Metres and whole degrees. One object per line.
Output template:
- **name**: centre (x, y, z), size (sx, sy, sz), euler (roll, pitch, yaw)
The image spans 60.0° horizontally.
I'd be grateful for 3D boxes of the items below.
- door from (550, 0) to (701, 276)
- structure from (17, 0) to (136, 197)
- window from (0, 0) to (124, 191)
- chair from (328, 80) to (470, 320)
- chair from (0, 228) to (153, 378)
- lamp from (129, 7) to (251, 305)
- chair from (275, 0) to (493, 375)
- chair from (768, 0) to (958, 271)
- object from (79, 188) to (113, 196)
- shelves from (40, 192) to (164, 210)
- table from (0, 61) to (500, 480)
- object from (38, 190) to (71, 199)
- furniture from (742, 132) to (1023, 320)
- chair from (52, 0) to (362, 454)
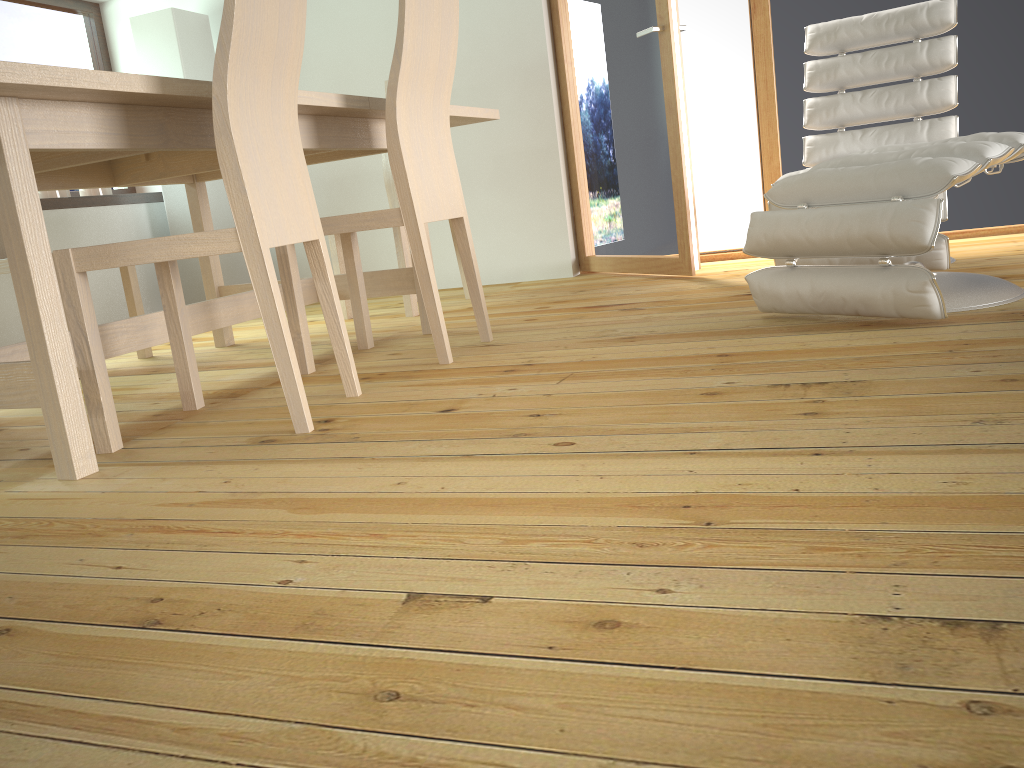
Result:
- **door**: centre (0.424, -1.689, 3.882), size (0.163, 2.405, 0.937), euler (-12, 11, -23)
- **structure**: centre (-2.917, -1.019, 2.810), size (0.525, 1.147, 4.905), euler (-3, 12, 21)
- **window**: centre (-3.020, -1.109, 3.152), size (0.012, 0.973, 4.212), euler (-3, 12, 21)
- **chair**: centre (-0.498, -0.830, 3.844), size (0.404, 1.012, 0.509), euler (0, 13, 34)
- **chair**: centre (-1.750, -0.540, 3.232), size (0.506, 1.012, 0.407), euler (-4, 11, 20)
- **lamp**: centre (-1.665, -1.156, 4.680), size (0.280, 1.492, 0.282), euler (-3, 11, 21)
- **chair**: centre (-0.386, -0.579, 2.587), size (0.506, 1.012, 0.407), euler (-3, 11, 20)
- **chair**: centre (1.323, -0.922, 3.288), size (0.569, 0.964, 0.919), euler (-1, 13, 31)
- **object**: centre (-2.169, -1.151, 4.547), size (0.153, 0.382, 0.154), euler (-4, 11, 17)
- **shelves**: centre (-2.828, -0.493, 2.900), size (0.403, 0.054, 4.900), euler (-3, 13, 21)
- **table**: centre (-1.031, -0.351, 2.530), size (1.199, 0.752, 2.515), euler (-2, 13, 24)
- **object**: centre (-2.261, -1.086, 4.296), size (0.153, 0.382, 0.154), euler (-4, 11, 17)
- **furniture**: centre (1.072, -0.442, 2.454), size (0.688, 0.437, 0.571), euler (-15, 13, -33)
- **chair**: centre (-0.677, -0.410, 1.965), size (0.506, 1.012, 0.406), euler (-5, 11, 10)
